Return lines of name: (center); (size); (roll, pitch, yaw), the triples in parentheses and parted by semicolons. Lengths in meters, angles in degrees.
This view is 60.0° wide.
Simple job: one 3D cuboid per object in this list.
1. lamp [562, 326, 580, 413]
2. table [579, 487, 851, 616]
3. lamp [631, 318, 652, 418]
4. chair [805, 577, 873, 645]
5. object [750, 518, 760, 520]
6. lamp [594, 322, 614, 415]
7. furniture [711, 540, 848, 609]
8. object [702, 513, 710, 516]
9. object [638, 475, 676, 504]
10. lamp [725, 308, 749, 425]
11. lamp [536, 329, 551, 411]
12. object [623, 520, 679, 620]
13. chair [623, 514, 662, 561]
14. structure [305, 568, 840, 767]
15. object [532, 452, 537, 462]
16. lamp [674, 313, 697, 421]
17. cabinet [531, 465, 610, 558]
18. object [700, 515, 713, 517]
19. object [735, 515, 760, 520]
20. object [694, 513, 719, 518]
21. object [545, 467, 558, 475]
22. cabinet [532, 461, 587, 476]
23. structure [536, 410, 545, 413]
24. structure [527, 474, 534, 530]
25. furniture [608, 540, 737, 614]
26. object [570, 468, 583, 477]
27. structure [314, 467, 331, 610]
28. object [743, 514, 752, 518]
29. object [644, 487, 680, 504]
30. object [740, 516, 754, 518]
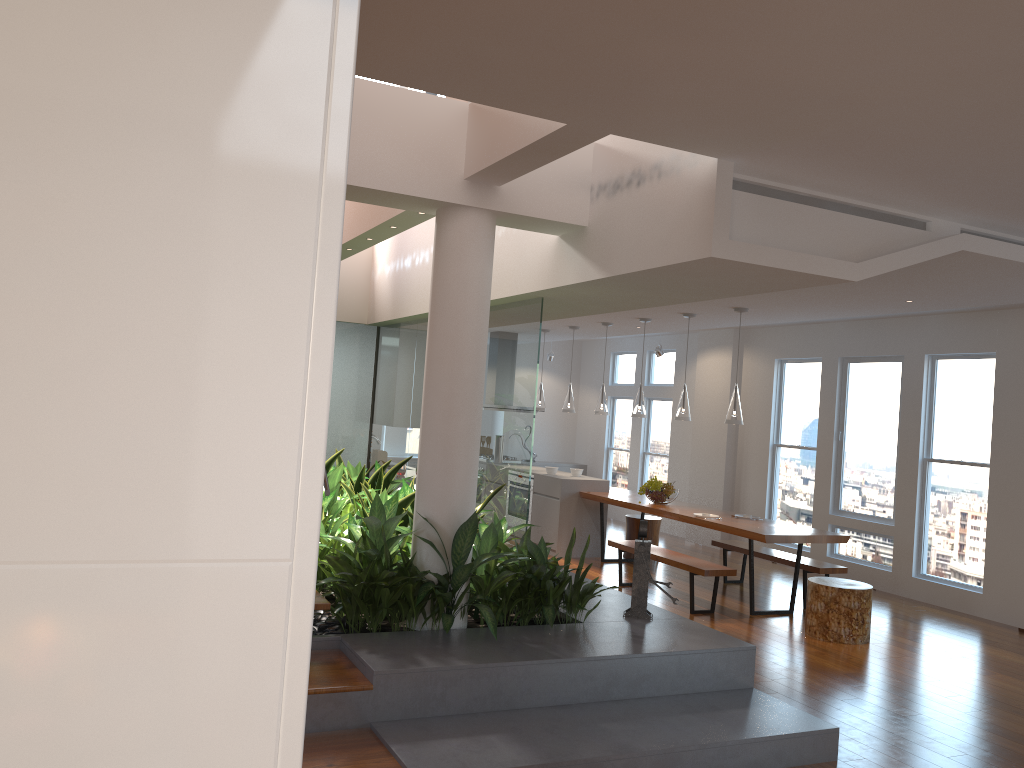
lamp: (0.683, -0.202, 10.175); (0.160, 1.060, 0.160); (4, -2, 2)
table: (1.031, 1.529, 9.693); (0.893, 0.704, 5.996); (5, -2, -25)
lamp: (1.305, -0.194, 8.869); (0.160, 1.060, 0.160); (4, -2, 2)
chair: (2.455, 1.696, 6.670); (0.460, 0.400, 0.460); (5, -2, -15)
object: (2.167, 1.196, 7.858); (0.158, 0.017, 0.019); (5, -2, -30)
lamp: (0.994, -0.198, 9.522); (0.160, 1.060, 0.160); (4, -2, 2)
furniture: (2.396, 1.742, 8.125); (0.316, 0.389, 1.433); (5, -2, -25)
object: (1.710, 1.157, 7.810); (0.079, 0.030, 0.070); (3, -2, 28)
object: (1.449, 1.045, 8.781); (0.292, 0.284, 0.394); (3, -2, 29)
lamp: (1.926, -0.187, 7.563); (0.160, 1.060, 0.160); (4, -2, 2)
lamp: (0.372, -0.205, 10.828); (0.160, 1.060, 0.160); (4, -2, 2)
object: (0.829, 1.090, 5.198); (0.318, 0.565, 0.134); (4, -2, 11)
chair: (1.433, 1.689, 9.744); (0.396, 0.455, 0.402); (5, -2, -35)
structure: (-1.054, 1.452, 6.011); (3.088, 0.386, 5.584); (5, -2, -25)
object: (0.207, 0.920, 13.732); (0.210, 0.563, 0.590); (3, -2, 36)
lamp: (1.615, -0.191, 8.216); (0.160, 1.060, 0.160); (4, -2, 2)
cabinet: (0.134, 1.432, 10.813); (0.597, 0.832, 2.936); (5, -2, -25)
object: (1.709, 1.167, 7.810); (0.124, 0.011, 0.124); (4, -2, -4)
object: (2.110, 1.195, 7.948); (0.222, 0.020, 0.222); (5, -2, -33)
object: (1.710, 1.163, 7.810); (0.222, 0.020, 0.222); (4, -2, 15)
object: (0.442, 0.971, 9.898); (0.152, 0.082, 0.152); (4, -2, 14)
cabinet: (0.488, 1.591, 13.918); (1.309, 0.725, 0.420); (5, -2, -25)
structure: (-0.119, -0.348, 11.670); (0.909, 1.405, 0.900); (5, -2, -25)
structure: (0.096, 1.345, 10.236); (0.072, 0.648, 0.644); (5, -2, -25)
furniture: (1.322, 1.652, 7.613); (0.316, 0.389, 1.433); (5, -2, -25)
object: (0.719, 0.991, 9.894); (0.152, 0.082, 0.152); (3, -2, 25)
structure: (-1.381, -0.647, 6.577); (2.552, 4.265, 4.591); (5, -2, -25)
object: (2.110, 1.189, 7.948); (0.079, 0.030, 0.070); (4, -2, 18)
object: (1.473, 1.110, 8.777); (0.360, 0.159, 0.360); (3, -2, 28)
object: (2.109, 1.199, 7.948); (0.124, 0.011, 0.124); (6, -2, -43)
